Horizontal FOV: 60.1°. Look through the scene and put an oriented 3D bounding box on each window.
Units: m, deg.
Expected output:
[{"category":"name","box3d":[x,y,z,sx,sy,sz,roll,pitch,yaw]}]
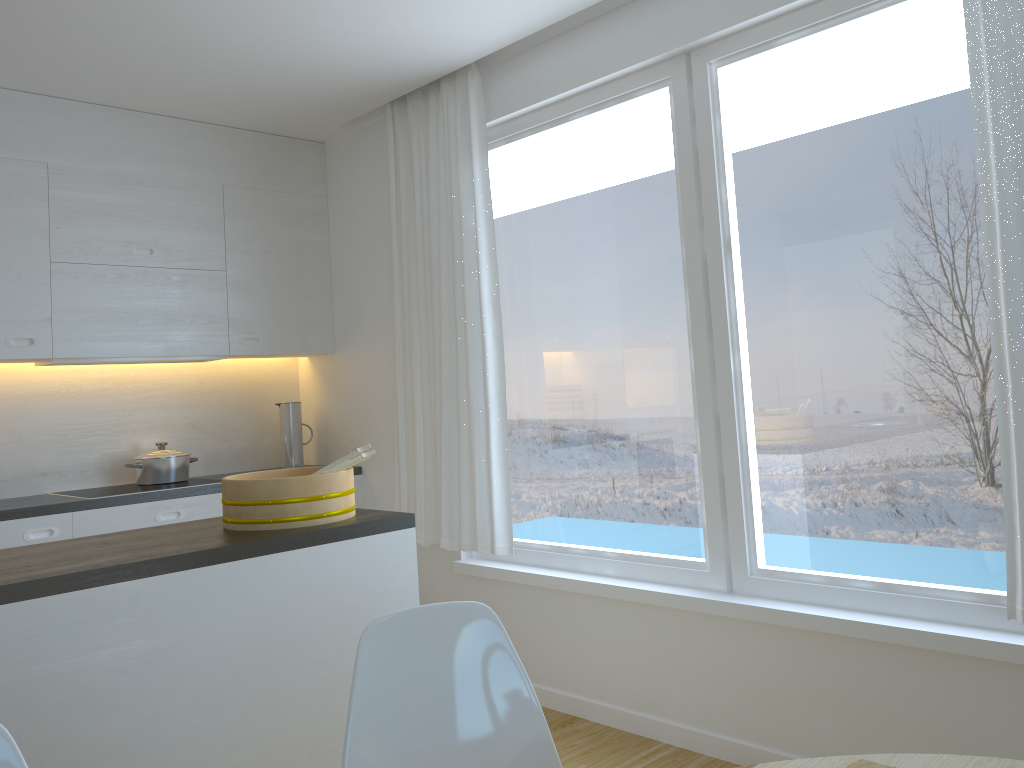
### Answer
[{"category":"window","box3d":[0.724,-0.240,3.149,0.088,1.926,2.717,0,-4,-44]}]

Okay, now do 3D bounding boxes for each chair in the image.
[{"category":"chair","box3d":[-0.025,0.848,1.364,0.430,0.905,0.521,-2,-4,-24]}]

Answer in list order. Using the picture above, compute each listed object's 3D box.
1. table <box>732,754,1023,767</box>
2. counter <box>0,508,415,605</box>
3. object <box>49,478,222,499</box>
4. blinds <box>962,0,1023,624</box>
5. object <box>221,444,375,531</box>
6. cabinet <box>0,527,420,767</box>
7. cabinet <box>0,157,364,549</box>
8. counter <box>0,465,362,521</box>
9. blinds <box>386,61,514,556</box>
[{"category":"table","box3d":[0.014,0.922,0.394,2.191,0.728,1.189,-3,-2,-45]},{"category":"counter","box3d":[-1.355,0.456,1.946,2.402,0.040,0.598,-3,-1,-44]},{"category":"object","box3d":[-1.705,0.482,4.094,0.654,0.013,0.560,-3,-1,-44]},{"category":"blinds","box3d":[1.476,-0.482,2.080,0.150,2.169,0.791,0,-5,-43]},{"category":"object","box3d":[-0.629,0.290,2.601,0.430,0.215,0.377,-3,-1,-15]},{"category":"cabinet","box3d":[-1.325,0.930,1.912,2.402,0.913,0.598,-3,-3,-44]},{"category":"cabinet","box3d":[-2.116,0.199,3.653,3.202,2.310,0.479,-2,-4,-44]},{"category":"counter","box3d":[-1.705,0.499,4.088,2.001,0.040,0.598,-3,-1,-44]},{"category":"blinds","box3d":[-0.356,-0.347,3.999,0.150,2.169,0.791,0,-5,-44]}]
